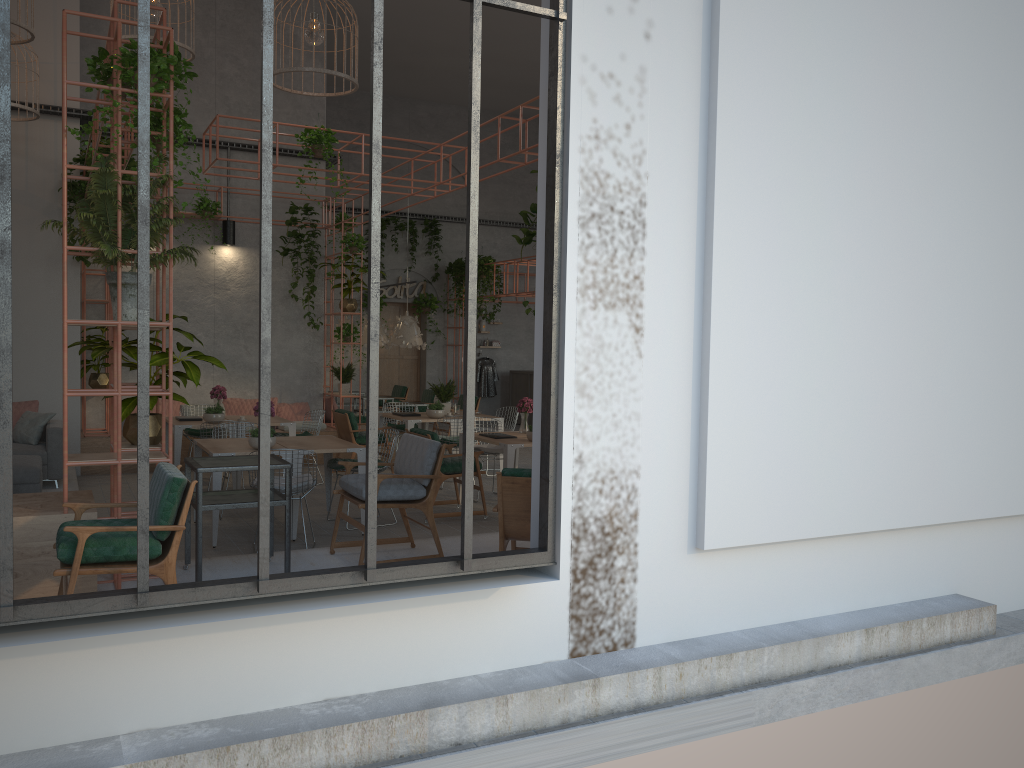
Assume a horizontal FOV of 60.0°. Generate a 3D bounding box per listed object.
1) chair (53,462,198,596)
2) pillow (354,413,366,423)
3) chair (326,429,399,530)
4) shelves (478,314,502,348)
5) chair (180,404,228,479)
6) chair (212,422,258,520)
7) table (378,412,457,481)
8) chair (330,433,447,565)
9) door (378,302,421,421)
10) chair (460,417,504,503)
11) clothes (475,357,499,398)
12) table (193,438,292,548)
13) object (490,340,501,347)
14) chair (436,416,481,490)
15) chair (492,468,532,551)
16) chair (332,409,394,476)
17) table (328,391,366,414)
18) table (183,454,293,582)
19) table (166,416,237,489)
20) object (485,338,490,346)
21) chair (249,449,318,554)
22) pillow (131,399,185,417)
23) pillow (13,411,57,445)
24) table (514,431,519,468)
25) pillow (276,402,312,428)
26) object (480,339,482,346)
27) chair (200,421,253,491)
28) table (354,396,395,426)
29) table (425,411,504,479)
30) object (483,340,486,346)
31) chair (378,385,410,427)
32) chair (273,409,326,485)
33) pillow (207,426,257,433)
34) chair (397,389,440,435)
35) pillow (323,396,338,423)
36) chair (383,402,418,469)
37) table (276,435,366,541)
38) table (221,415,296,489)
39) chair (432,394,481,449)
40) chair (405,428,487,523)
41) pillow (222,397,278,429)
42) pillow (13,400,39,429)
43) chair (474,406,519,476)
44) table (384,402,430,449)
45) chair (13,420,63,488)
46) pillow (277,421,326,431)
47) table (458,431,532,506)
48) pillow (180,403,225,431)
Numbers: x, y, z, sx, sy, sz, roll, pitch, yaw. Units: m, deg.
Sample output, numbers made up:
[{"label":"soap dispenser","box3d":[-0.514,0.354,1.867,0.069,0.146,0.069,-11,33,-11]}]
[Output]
[{"label":"chair","box3d":[-2.077,0.925,4.736,0.685,0.929,0.722,0,3,-27]},{"label":"pillow","box3d":[-2.718,0.582,14.853,0.491,0.149,0.637,0,3,-26]},{"label":"chair","box3d":[-1.513,0.938,8.958,0.717,0.941,0.565,0,3,-31]},{"label":"shelves","box3d":[-0.517,-1.244,20.917,0.560,0.790,0.186,0,3,-27]},{"label":"chair","box3d":[-4.084,0.765,11.743,0.565,0.941,0.717,0,3,-26]},{"label":"chair","box3d":[-2.829,0.896,9.317,0.565,0.941,0.717,0,3,-26]},{"label":"table","box3d":[-1.316,0.848,12.112,0.694,0.830,1.205,0,3,-27]},{"label":"chair","box3d":[-0.926,0.863,6.642,0.685,0.929,0.722,0,3,-27]},{"label":"door","box3d":[-2.876,-0.518,20.668,1.360,2.729,0.551,0,3,-27]},{"label":"chair","box3d":[-0.283,0.891,10.578,0.565,0.941,0.717,0,3,-26]},{"label":"clothes","box3d":[-0.593,-0.130,20.939,0.366,0.997,0.625,3,3,43]},{"label":"table","box3d":[-2.569,0.987,8.389,0.694,0.830,1.205,0,3,-27]},{"label":"object","box3d":[-0.391,-0.958,21.016,0.219,0.149,0.129,0,3,-27]},{"label":"chair","box3d":[-0.717,0.846,11.396,0.565,0.941,0.717,1,3,-11]},{"label":"chair","box3d":[0.292,0.949,5.374,0.722,0.917,0.685,2,3,13]},{"label":"chair","box3d":[-2.007,0.805,11.866,0.685,0.917,0.722,0,3,-27]},{"label":"table","box3d":[-3.437,0.563,18.412,0.635,0.798,0.602,0,3,-27]},{"label":"table","box3d":[-1.907,0.929,6.148,0.635,0.798,0.602,0,3,-27]},{"label":"table","box3d":[-3.824,0.855,10.815,0.694,0.830,1.205,0,3,-27]},{"label":"object","box3d":[-0.581,-0.991,20.916,0.081,0.204,0.081,0,3,-27]},{"label":"chair","box3d":[-1.970,0.985,7.673,0.565,0.941,0.717,1,3,-11]},{"label":"pillow","box3d":[-5.127,0.437,12.813,0.839,0.474,0.276,-1,3,-37]},{"label":"pillow","box3d":[-5.370,0.489,9.878,0.495,0.349,0.308,2,3,22]},{"label":"table","box3d":[0.593,0.992,9.974,0.694,0.830,1.214,0,3,-27]},{"label":"pillow","box3d":[-3.409,0.481,13.680,0.666,0.385,0.289,0,3,-32]},{"label":"object","box3d":[-0.721,-0.971,20.859,0.055,0.164,0.092,1,3,-9]},{"label":"chair","box3d":[-3.225,0.854,10.100,0.565,0.941,0.717,1,3,-11]},{"label":"table","box3d":[-2.632,0.647,16.855,0.635,0.798,0.602,0,3,-27]},{"label":"table","box3d":[-0.700,0.846,12.436,0.694,0.830,1.214,0,3,-27]},{"label":"object","box3d":[-0.653,-0.963,20.871,0.063,0.151,0.063,-1,3,-41]},{"label":"chair","box3d":[-2.602,0.494,18.824,0.685,0.930,0.722,0,3,-27]},{"label":"chair","box3d":[-2.768,0.807,11.385,0.717,0.941,0.565,0,3,-31]},{"label":"pillow","box3d":[-4.071,0.641,12.893,0.637,0.149,0.491,0,3,-26]},{"label":"chair","box3d":[-1.807,0.577,17.286,0.685,0.930,0.722,0,3,-27]},{"label":"pillow","box3d":[-3.040,0.403,14.555,0.276,0.474,0.839,-1,3,-37]},{"label":"chair","box3d":[-1.577,0.757,13.040,0.565,0.941,0.717,0,3,-26]},{"label":"table","box3d":[-1.954,0.985,8.711,0.694,0.830,1.214,0,3,-27]},{"label":"table","box3d":[-3.207,0.853,11.139,0.694,0.830,1.214,0,3,-27]},{"label":"chair","box3d":[-0.994,0.662,15.716,0.685,0.929,0.722,0,3,-27]},{"label":"chair","box3d":[-0.714,0.938,9.404,0.685,0.917,0.722,0,3,-27]},{"label":"pillow","box3d":[-3.970,0.436,13.363,0.839,0.474,0.276,1,3,-7]},{"label":"pillow","box3d":[-5.813,0.428,10.009,0.836,0.476,0.273,0,3,-27]},{"label":"chair","box3d":[-0.261,0.799,12.681,0.717,0.941,0.565,0,3,-31]},{"label":"table","box3d":[-1.827,0.731,15.298,0.635,0.798,0.602,0,3,-27]},{"label":"chair","box3d":[-5.539,0.760,9.711,1.127,0.672,1.052,0,3,-27]},{"label":"pillow","box3d":[-3.168,0.639,13.361,0.637,0.149,0.491,0,3,-26]},{"label":"table","box3d":[-0.023,0.994,9.651,0.694,0.830,1.205,0,3,-27]},{"label":"pillow","box3d":[-4.548,0.485,13.091,0.666,0.385,0.289,0,3,-32]}]
